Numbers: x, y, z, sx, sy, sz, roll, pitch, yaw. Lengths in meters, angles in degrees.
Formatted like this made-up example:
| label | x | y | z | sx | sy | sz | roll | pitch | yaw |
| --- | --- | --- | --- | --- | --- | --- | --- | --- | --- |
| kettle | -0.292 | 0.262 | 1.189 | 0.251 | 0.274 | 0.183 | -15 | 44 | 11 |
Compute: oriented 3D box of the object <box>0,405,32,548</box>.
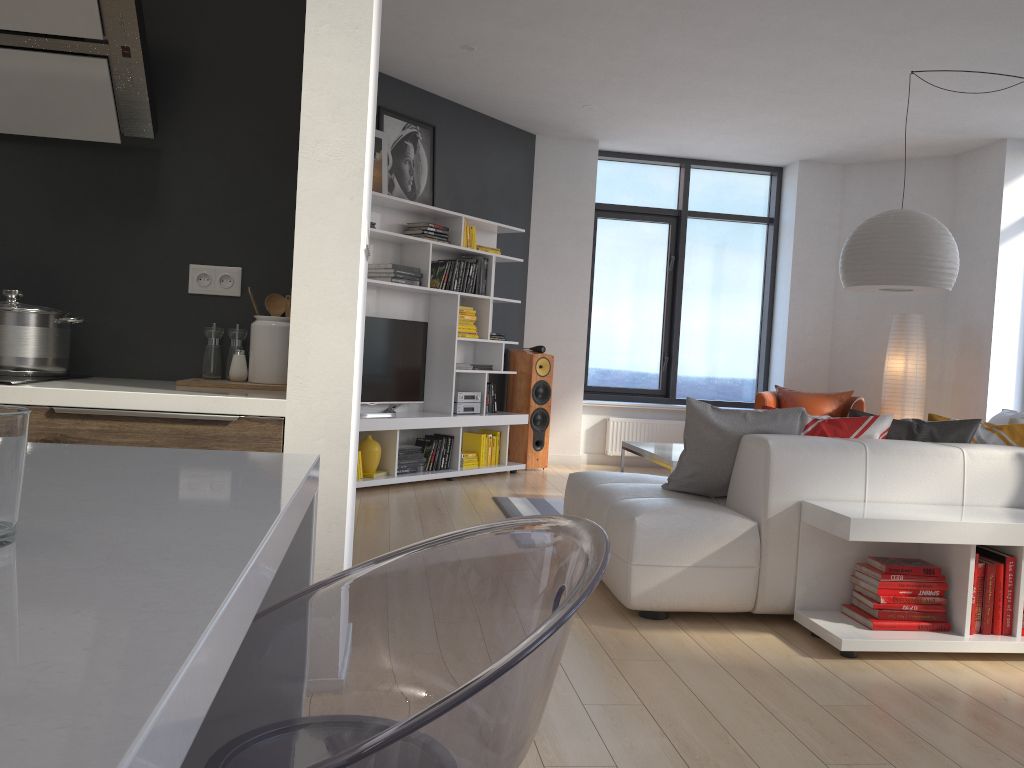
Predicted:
| label | x | y | z | sx | sy | sz | roll | pitch | yaw |
| --- | --- | --- | --- | --- | --- | --- | --- | --- | --- |
| object | -0.391 | -0.039 | 0.413 | 0.323 | 0.267 | 0.148 | 2 | 2 | -43 |

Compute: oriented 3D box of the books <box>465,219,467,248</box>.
| label | x | y | z | sx | sy | sz | roll | pitch | yaw |
| --- | --- | --- | --- | --- | --- | --- | --- | --- | --- |
| books | -0.428 | -1.180 | 6.990 | 0.164 | 0.224 | 0.054 | 5 | 2 | 36 |

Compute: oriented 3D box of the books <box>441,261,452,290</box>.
| label | x | y | z | sx | sy | sz | roll | pitch | yaw |
| --- | --- | --- | --- | --- | --- | --- | --- | --- | --- |
| books | -0.574 | -0.837 | 6.866 | 0.187 | 0.234 | 0.096 | 5 | 2 | 37 |

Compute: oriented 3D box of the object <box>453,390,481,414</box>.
| label | x | y | z | sx | sy | sz | roll | pitch | yaw |
| --- | --- | --- | --- | --- | --- | --- | --- | --- | --- |
| object | -0.438 | 0.145 | 7.132 | 0.270 | 0.174 | 0.285 | 5 | 2 | 37 |

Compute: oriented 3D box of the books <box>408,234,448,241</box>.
| label | x | y | z | sx | sy | sz | roll | pitch | yaw |
| --- | --- | --- | --- | --- | --- | --- | --- | --- | --- |
| books | -0.646 | -1.114 | 6.768 | 0.189 | 0.020 | 0.264 | 5 | 2 | 35 |

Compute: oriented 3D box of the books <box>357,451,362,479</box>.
| label | x | y | z | sx | sy | sz | roll | pitch | yaw |
| --- | --- | --- | --- | --- | --- | --- | --- | --- | --- |
| books | -1.100 | 0.550 | 6.111 | 0.148 | 0.193 | 0.067 | 5 | 2 | 38 |

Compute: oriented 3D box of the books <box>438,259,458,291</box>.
| label | x | y | z | sx | sy | sz | roll | pitch | yaw |
| --- | --- | --- | --- | --- | --- | --- | --- | --- | --- |
| books | -0.519 | -0.847 | 6.937 | 0.192 | 0.254 | 0.075 | 5 | 2 | 36 |

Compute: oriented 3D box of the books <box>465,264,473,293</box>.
| label | x | y | z | sx | sy | sz | roll | pitch | yaw |
| --- | --- | --- | --- | --- | --- | --- | --- | --- | --- |
| books | -0.406 | -0.840 | 7.063 | 0.179 | 0.243 | 0.071 | 5 | 2 | 36 |

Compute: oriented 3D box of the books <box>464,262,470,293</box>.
| label | x | y | z | sx | sy | sz | roll | pitch | yaw |
| --- | --- | --- | --- | --- | --- | --- | --- | --- | --- |
| books | -0.432 | -0.845 | 7.049 | 0.192 | 0.254 | 0.075 | 5 | 2 | 36 |

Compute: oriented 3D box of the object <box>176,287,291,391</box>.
| label | x | y | z | sx | sy | sz | roll | pitch | yaw |
| --- | --- | --- | --- | --- | --- | --- | --- | --- | --- |
| object | -0.742 | -0.150 | 2.494 | 0.330 | 0.316 | 0.221 | 3 | 2 | -8 |

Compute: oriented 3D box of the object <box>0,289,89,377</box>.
| label | x | y | z | sx | sy | sz | roll | pitch | yaw |
| --- | --- | --- | --- | --- | --- | --- | --- | --- | --- |
| object | -1.330 | -0.139 | 2.358 | 0.315 | 0.223 | 0.288 | 5 | 2 | 33 |

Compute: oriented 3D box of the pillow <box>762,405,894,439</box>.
| label | x | y | z | sx | sy | sz | roll | pitch | yaw |
| --- | --- | --- | --- | --- | --- | --- | --- | --- | --- |
| pillow | 2.159 | 0.373 | 4.011 | 2.250 | 0.449 | 0.575 | 3 | 2 | -11 |

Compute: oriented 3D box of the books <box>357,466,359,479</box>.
| label | x | y | z | sx | sy | sz | roll | pitch | yaw |
| --- | --- | --- | --- | --- | --- | --- | --- | --- | --- |
| books | -1.103 | 0.563 | 6.082 | 0.113 | 0.169 | 0.049 | 5 | 2 | 36 |

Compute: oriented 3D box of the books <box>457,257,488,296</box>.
| label | x | y | z | sx | sy | sz | roll | pitch | yaw |
| --- | --- | --- | --- | --- | --- | --- | --- | --- | --- |
| books | -0.335 | -0.873 | 7.221 | 0.259 | 0.321 | 0.128 | 5 | 2 | 37 |

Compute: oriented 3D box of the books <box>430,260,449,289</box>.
| label | x | y | z | sx | sy | sz | roll | pitch | yaw |
| --- | --- | --- | --- | --- | --- | --- | --- | --- | --- |
| books | -0.590 | -0.838 | 6.836 | 0.182 | 0.234 | 0.104 | 5 | 2 | 37 |

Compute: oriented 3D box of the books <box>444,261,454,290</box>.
| label | x | y | z | sx | sy | sz | roll | pitch | yaw |
| --- | --- | --- | --- | --- | --- | --- | --- | --- | --- |
| books | -0.544 | -0.836 | 6.883 | 0.169 | 0.233 | 0.081 | 5 | 2 | 36 |

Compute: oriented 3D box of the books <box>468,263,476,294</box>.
| label | x | y | z | sx | sy | sz | roll | pitch | yaw |
| --- | --- | --- | --- | --- | --- | --- | --- | --- | --- |
| books | -0.392 | -0.843 | 7.100 | 0.191 | 0.249 | 0.084 | 5 | 2 | 37 |

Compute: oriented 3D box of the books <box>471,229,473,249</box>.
| label | x | y | z | sx | sy | sz | roll | pitch | yaw |
| --- | --- | --- | --- | --- | --- | --- | --- | --- | --- |
| books | -0.355 | -1.144 | 7.022 | 0.108 | 0.161 | 0.046 | 5 | 2 | 36 |

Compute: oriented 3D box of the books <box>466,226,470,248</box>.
| label | x | y | z | sx | sy | sz | roll | pitch | yaw |
| --- | --- | --- | --- | --- | --- | --- | --- | --- | --- |
| books | -0.393 | -1.156 | 7.002 | 0.132 | 0.180 | 0.054 | 5 | 2 | 37 |

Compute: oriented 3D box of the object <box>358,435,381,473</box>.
| label | x | y | z | sx | sy | sz | roll | pitch | yaw |
| --- | --- | --- | --- | --- | --- | --- | --- | --- | --- |
| object | -1.015 | 0.488 | 6.249 | 0.185 | 0.257 | 0.185 | 4 | 2 | 14 |

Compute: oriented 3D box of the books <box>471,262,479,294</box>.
| label | x | y | z | sx | sy | sz | roll | pitch | yaw |
| --- | --- | --- | --- | --- | --- | --- | --- | --- | --- |
| books | -0.372 | -0.847 | 7.128 | 0.197 | 0.260 | 0.066 | 5 | 2 | 37 |

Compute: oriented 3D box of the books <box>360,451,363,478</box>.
| label | x | y | z | sx | sy | sz | roll | pitch | yaw |
| --- | --- | --- | --- | --- | --- | --- | --- | --- | --- |
| books | -1.092 | 0.549 | 6.135 | 0.149 | 0.193 | 0.046 | 5 | 2 | 38 |

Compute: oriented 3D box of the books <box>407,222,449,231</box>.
| label | x | y | z | sx | sy | sz | roll | pitch | yaw |
| --- | --- | --- | --- | --- | --- | --- | --- | --- | --- |
| books | -0.643 | -1.195 | 6.771 | 0.209 | 0.030 | 0.266 | 4 | 2 | 30 |

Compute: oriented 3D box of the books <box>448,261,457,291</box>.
| label | x | y | z | sx | sy | sz | roll | pitch | yaw |
| --- | --- | --- | --- | --- | --- | --- | --- | --- | --- |
| books | -0.513 | -0.838 | 6.903 | 0.172 | 0.242 | 0.069 | 5 | 2 | 38 |

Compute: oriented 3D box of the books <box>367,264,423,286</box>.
| label | x | y | z | sx | sy | sz | roll | pitch | yaw |
| --- | --- | --- | --- | --- | --- | --- | --- | --- | --- |
| books | -0.867 | -0.797 | 6.527 | 0.277 | 0.137 | 0.343 | 4 | 2 | 32 |

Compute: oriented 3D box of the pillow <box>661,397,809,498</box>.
| label | x | y | z | sx | sy | sz | roll | pitch | yaw |
| --- | --- | --- | --- | --- | --- | --- | --- | --- | --- |
| pillow | 2.019 | 0.325 | 4.324 | 2.953 | 0.453 | 0.647 | 3 | 2 | -20 |

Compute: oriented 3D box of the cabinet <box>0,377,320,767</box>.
| label | x | y | z | sx | sy | sz | roll | pitch | yaw |
| --- | --- | --- | --- | --- | --- | --- | --- | --- | --- |
| cabinet | -1.289 | -0.351 | 0.151 | 2.402 | 2.501 | 4.694 | 3 | 2 | -8 |

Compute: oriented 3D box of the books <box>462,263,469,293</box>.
| label | x | y | z | sx | sy | sz | roll | pitch | yaw |
| --- | --- | --- | --- | --- | --- | --- | --- | --- | --- |
| books | -0.425 | -0.837 | 7.016 | 0.172 | 0.242 | 0.069 | 5 | 2 | 38 |

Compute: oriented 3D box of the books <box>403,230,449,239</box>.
| label | x | y | z | sx | sy | sz | roll | pitch | yaw |
| --- | --- | --- | --- | --- | --- | --- | --- | --- | --- |
| books | -0.658 | -1.141 | 6.782 | 0.214 | 0.030 | 0.284 | 5 | 2 | 40 |

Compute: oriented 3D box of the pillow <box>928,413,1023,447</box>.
| label | x | y | z | sx | sy | sz | roll | pitch | yaw |
| --- | --- | --- | --- | --- | --- | --- | --- | --- | --- |
| pillow | 2.605 | 0.370 | 4.624 | 0.630 | 0.440 | 2.095 | 5 | 2 | 39 |

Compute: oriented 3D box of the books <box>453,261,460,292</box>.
| label | x | y | z | sx | sy | sz | roll | pitch | yaw |
| --- | --- | --- | --- | --- | --- | --- | --- | --- | --- |
| books | -0.499 | -0.839 | 6.955 | 0.179 | 0.243 | 0.068 | 5 | 2 | 35 |

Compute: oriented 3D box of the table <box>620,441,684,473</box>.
| label | x | y | z | sx | sy | sz | roll | pitch | yaw |
| --- | --- | --- | --- | --- | --- | --- | --- | --- | --- |
| table | 1.354 | 0.657 | 5.609 | 1.091 | 0.435 | 1.091 | 3 | 2 | -8 |

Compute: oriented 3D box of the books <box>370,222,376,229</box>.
| label | x | y | z | sx | sy | sz | roll | pitch | yaw |
| --- | --- | --- | --- | --- | --- | --- | --- | --- | --- |
| books | -1.131 | -1.106 | 6.109 | 0.250 | 0.047 | 0.310 | 5 | 2 | 32 |

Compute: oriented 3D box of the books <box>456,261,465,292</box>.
| label | x | y | z | sx | sy | sz | roll | pitch | yaw |
| --- | --- | --- | --- | --- | --- | --- | --- | --- | --- |
| books | -0.480 | -0.844 | 6.987 | 0.191 | 0.249 | 0.084 | 5 | 2 | 37 |

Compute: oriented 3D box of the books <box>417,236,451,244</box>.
| label | x | y | z | sx | sy | sz | roll | pitch | yaw |
| --- | --- | --- | --- | --- | --- | --- | --- | --- | --- |
| books | -0.644 | -1.089 | 6.768 | 0.214 | 0.030 | 0.284 | 5 | 2 | 40 |

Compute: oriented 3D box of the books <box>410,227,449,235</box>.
| label | x | y | z | sx | sy | sz | roll | pitch | yaw |
| --- | --- | --- | --- | --- | --- | --- | --- | --- | --- |
| books | -0.633 | -1.167 | 6.767 | 0.180 | 0.026 | 0.246 | 5 | 2 | 39 |

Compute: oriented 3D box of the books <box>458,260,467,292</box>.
| label | x | y | z | sx | sy | sz | roll | pitch | yaw |
| --- | --- | --- | --- | --- | --- | --- | --- | --- | --- |
| books | -0.460 | -0.849 | 7.015 | 0.197 | 0.260 | 0.066 | 5 | 2 | 37 |

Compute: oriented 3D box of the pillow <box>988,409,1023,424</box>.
| label | x | y | z | sx | sy | sz | roll | pitch | yaw |
| --- | --- | --- | --- | --- | --- | --- | --- | --- | --- |
| pillow | 2.767 | 0.352 | 4.899 | 0.580 | 0.456 | 2.156 | 4 | 2 | 18 |

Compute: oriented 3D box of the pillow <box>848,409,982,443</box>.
| label | x | y | z | sx | sy | sz | roll | pitch | yaw |
| --- | --- | --- | --- | --- | --- | --- | --- | --- | --- |
| pillow | 2.482 | 0.364 | 4.064 | 2.120 | 0.436 | 0.608 | 3 | 2 | -12 |

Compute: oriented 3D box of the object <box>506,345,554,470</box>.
| label | x | y | z | sx | sy | sz | roll | pitch | yaw |
| --- | --- | --- | --- | --- | --- | --- | --- | --- | --- |
| object | 0.113 | 0.199 | 7.803 | 0.290 | 1.088 | 0.434 | 2 | 2 | -38 |
